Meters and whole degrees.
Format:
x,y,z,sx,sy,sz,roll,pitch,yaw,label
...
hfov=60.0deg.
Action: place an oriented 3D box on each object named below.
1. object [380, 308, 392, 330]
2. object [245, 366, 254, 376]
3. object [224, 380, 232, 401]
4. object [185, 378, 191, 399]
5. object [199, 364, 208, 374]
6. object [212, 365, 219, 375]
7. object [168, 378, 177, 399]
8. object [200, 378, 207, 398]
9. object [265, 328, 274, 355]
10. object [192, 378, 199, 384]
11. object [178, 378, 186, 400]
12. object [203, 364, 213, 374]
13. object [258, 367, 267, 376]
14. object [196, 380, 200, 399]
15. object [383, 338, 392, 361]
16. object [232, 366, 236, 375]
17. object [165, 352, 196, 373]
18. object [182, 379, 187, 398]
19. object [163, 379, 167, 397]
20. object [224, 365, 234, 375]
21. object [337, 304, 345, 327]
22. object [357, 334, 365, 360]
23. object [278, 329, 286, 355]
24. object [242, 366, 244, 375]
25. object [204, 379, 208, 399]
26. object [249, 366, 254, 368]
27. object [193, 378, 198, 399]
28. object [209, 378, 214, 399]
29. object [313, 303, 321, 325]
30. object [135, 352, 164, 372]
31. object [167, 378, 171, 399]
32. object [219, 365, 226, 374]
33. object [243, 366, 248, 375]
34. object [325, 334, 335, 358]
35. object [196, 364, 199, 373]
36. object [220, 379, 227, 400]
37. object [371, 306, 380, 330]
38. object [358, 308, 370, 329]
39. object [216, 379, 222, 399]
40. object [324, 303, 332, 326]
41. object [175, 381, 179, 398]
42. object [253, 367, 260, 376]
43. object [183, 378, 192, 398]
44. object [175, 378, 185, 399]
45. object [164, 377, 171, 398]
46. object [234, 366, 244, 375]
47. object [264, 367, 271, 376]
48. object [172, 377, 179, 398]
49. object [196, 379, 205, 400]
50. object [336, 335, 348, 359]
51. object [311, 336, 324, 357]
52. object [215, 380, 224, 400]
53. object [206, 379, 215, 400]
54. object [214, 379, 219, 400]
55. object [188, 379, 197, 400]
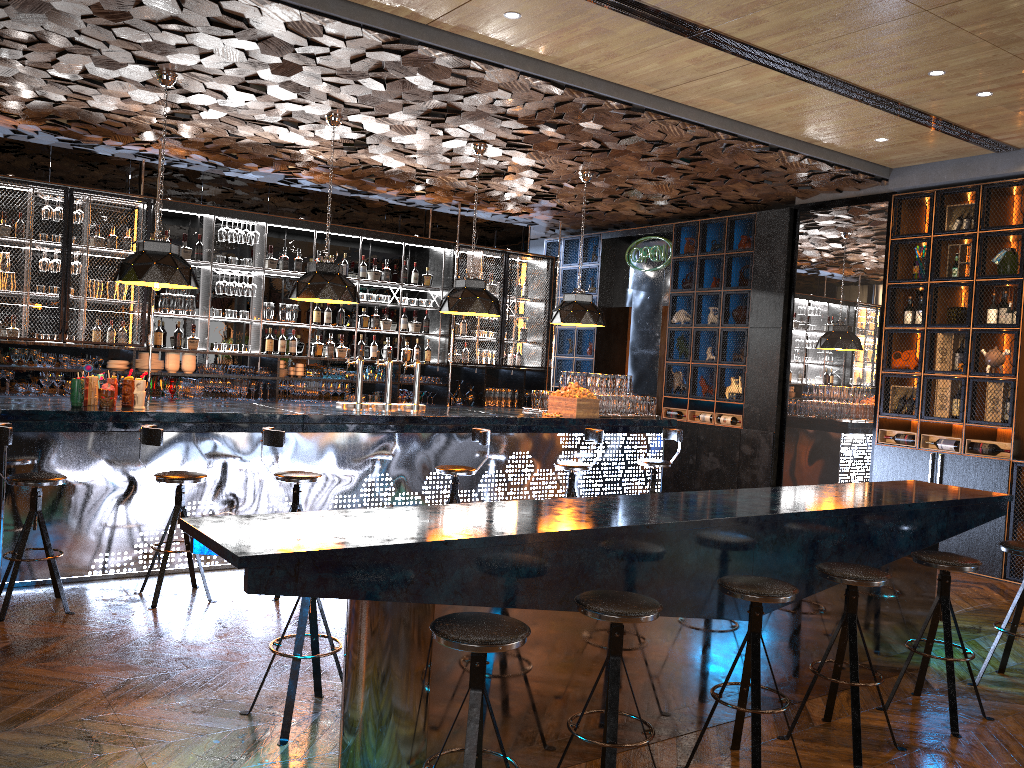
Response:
x,y,z,sx,sy,sz,roll,pitch,yaw,label
-1.515,-0.780,10.689,0.123,0.279,0.123,3,2,-22,object
-2.831,-0.138,9.571,0.093,0.099,0.093,3,1,-16,object
-3.023,0.066,9.433,0.084,0.216,0.084,4,1,7,object
-3.377,0.050,9.295,0.082,0.213,0.082,4,2,34,object
-3.262,-0.159,9.392,0.089,0.100,0.100,4,2,27,object
-3.156,-0.153,9.396,0.089,0.100,0.100,3,1,1,object
-3.486,0.048,9.111,0.082,0.213,0.082,3,1,-6,object
-3.328,0.045,9.547,0.084,0.216,0.084,3,1,3,object
-2.704,-0.476,9.891,0.086,0.299,0.086,4,1,13,object
-3.399,0.044,9.499,0.082,0.213,0.082,2,2,-44,object
-3.414,0.051,9.162,0.082,0.213,0.082,3,1,-6,object
-3.191,-0.152,9.304,0.100,0.100,0.089,3,2,-31,object
-2.710,-0.131,9.645,0.095,0.096,0.095,4,2,29,object
-3.299,0.053,9.352,0.082,0.213,0.082,4,2,36,object
-1.506,-0.419,10.736,0.083,0.282,0.083,5,2,40,object
-3.003,-0.150,9.639,0.093,0.099,0.093,5,2,42,object
-3.446,-0.224,9.217,0.309,0.216,0.149,2,2,-38,object
-3.479,0.041,9.443,0.082,0.213,0.082,2,2,-36,object
-3.639,0.034,9.328,0.082,0.213,0.082,4,2,31,object
-3.030,-0.148,9.491,0.109,0.100,0.109,4,2,38,object
-1.997,-0.811,10.365,0.086,0.297,0.086,4,1,13,object
-1.787,-0.438,10.505,0.086,0.297,0.086,3,1,-2,object
-2.590,-0.474,10.003,0.086,0.298,0.086,4,1,13,object
-2.948,-0.150,9.739,0.093,0.099,0.093,5,2,42,object
-3.247,0.053,9.439,0.084,0.216,0.084,3,2,-23,object
-2.896,-0.147,9.843,0.095,0.096,0.095,3,2,-19,object
-3.350,0.049,9.425,0.082,0.213,0.082,5,2,43,object
-3.249,0.049,9.596,0.084,0.216,0.084,2,2,-36,object
-2.241,-0.821,10.196,0.086,0.299,0.086,4,1,13,object
-3.718,-0.226,9.066,0.306,0.195,0.300,2,2,-34,object
-3.536,0.044,9.186,0.082,0.213,0.082,2,2,-43,object
-3.121,-0.157,9.621,0.109,0.100,0.109,4,2,38,object
-2.894,-0.144,9.653,0.093,0.099,0.093,4,2,26,object
-2.113,-0.444,10.304,0.083,0.282,0.083,2,2,-35,object
-3.332,-0.165,9.489,0.100,0.100,0.089,3,2,-28,object
-3.104,0.058,9.543,0.084,0.216,0.084,4,1,7,object
-1.635,-0.788,10.620,0.083,0.282,0.083,2,2,-35,object
-1.761,-0.775,10.530,0.094,0.248,0.151,5,2,44,object
-3.179,0.051,9.653,0.084,0.216,0.084,3,1,-13,object
-2.137,-0.818,10.301,0.086,0.298,0.086,4,1,13,object
-3.506,0.042,9.315,0.082,0.213,0.082,3,1,-15,object
-2.791,-0.138,9.714,0.095,0.096,0.095,2,2,-35,object
-3.430,0.045,9.369,0.082,0.213,0.082,3,1,-3,object
-3.459,0.047,9.236,0.082,0.213,0.082,4,2,31,object
-3.584,0.039,9.258,0.082,0.213,0.082,4,1,14,object
-2.940,-0.144,9.550,0.093,0.099,0.093,3,2,-19,object
-2.694,-0.133,9.744,0.095,0.096,0.095,3,1,-11,object
-3.559,0.037,9.382,0.082,0.213,0.082,3,1,-5,object
-3.252,0.058,9.274,0.082,0.213,0.082,3,1,-6,object
-1.993,-0.436,10.373,0.123,0.279,0.123,3,2,-22,object
-2.240,-0.431,10.214,0.094,0.248,0.151,5,2,44,object
-3.097,0.063,9.380,0.084,0.216,0.084,3,2,-20,object
-3.174,0.060,9.326,0.084,0.216,0.084,5,2,43,object
-3.170,0.056,9.488,0.084,0.216,0.084,2,2,-43,object
-3.328,0.055,9.223,0.082,0.213,0.082,3,1,-2,object
